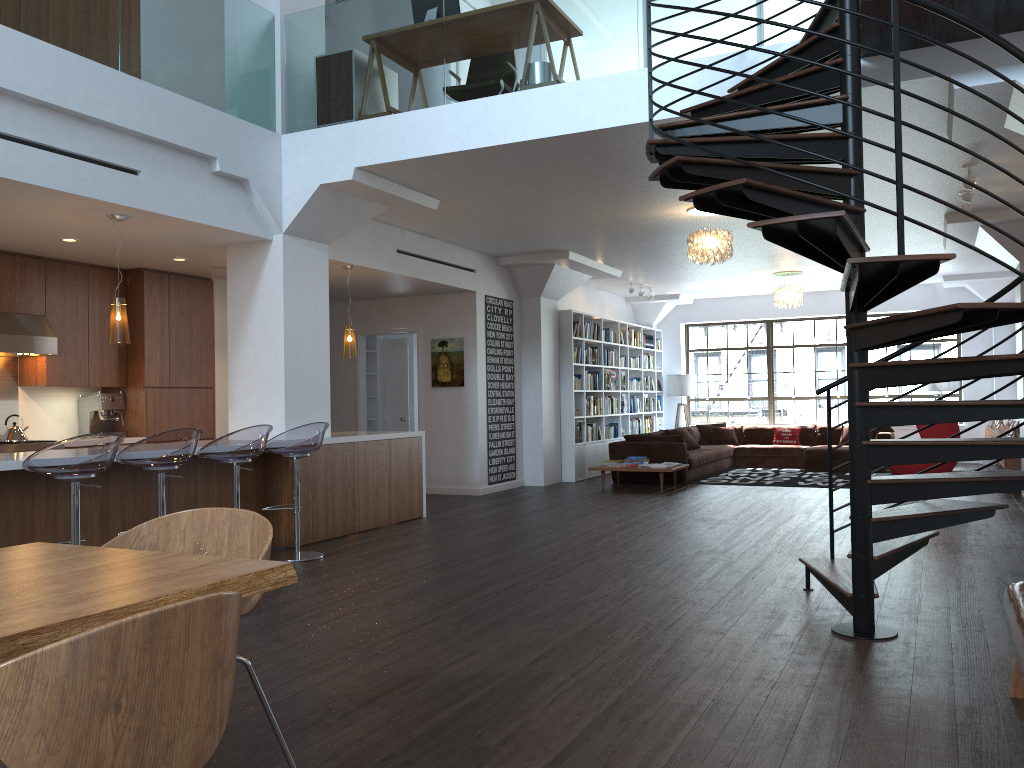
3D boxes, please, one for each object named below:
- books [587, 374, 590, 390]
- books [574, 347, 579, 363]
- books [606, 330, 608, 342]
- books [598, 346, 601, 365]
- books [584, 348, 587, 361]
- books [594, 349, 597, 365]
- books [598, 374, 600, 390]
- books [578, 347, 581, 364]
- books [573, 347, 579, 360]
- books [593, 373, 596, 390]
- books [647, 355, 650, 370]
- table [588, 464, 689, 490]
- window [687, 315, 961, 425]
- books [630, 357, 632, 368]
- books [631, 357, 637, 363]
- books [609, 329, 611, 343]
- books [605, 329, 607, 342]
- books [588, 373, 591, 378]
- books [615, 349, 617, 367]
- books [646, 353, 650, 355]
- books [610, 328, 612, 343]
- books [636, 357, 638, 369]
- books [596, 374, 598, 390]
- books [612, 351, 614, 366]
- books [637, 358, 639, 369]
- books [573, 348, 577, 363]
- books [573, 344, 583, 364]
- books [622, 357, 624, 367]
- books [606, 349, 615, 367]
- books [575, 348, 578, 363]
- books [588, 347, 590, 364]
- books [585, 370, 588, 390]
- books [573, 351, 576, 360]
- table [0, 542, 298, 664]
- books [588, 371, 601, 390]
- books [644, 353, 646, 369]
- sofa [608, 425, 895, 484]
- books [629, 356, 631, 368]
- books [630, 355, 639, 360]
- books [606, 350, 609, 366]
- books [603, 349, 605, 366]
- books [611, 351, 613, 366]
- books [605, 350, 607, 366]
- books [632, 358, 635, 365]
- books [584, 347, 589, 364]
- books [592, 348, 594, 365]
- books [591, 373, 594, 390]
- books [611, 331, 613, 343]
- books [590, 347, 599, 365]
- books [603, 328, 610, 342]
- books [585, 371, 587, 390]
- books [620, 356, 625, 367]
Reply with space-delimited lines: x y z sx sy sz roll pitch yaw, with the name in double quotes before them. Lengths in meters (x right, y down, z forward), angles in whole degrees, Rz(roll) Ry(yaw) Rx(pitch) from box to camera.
"books" 1.055 -0.025 13.059 0.174 0.239 0.045 -2 -1 26
"books" 0.865 -0.405 12.667 0.172 0.235 0.112 -2 -1 26
"books" 1.430 -0.746 13.876 0.146 0.202 0.027 -2 -1 26
"books" 1.264 -0.423 13.529 0.176 0.291 0.053 -2 -1 26
"books" 0.997 -0.401 12.983 0.174 0.236 0.142 -2 -1 26
"books" 1.194 -0.399 13.378 0.174 0.240 0.054 -2 -1 26
"books" 1.245 -0.028 13.437 0.182 0.253 0.034 -2 -1 26
"books" 0.897 -0.407 12.743 0.174 0.242 0.105 -2 -1 26
"books" 0.874 -0.406 12.711 0.172 0.239 0.093 -2 -1 26
"books" 1.164 -0.029 13.282 0.182 0.253 0.034 -2 -1 26
"books" 2.370 -0.379 15.806 0.183 0.253 0.034 -1 -1 25
"table" 1.658 1.205 11.556 1.100 0.271 0.853 -2 -1 26
"window" 5.451 -0.216 15.942 4.648 1.905 0.114 -2 -1 26
"books" 1.936 -0.358 14.907 0.139 0.191 0.036 -2 -1 26
"books" 2.071 -0.359 15.204 0.127 0.200 0.020 -2 -1 26
"books" 1.479 -0.757 14.001 0.158 0.226 0.052 -2 -1 26
"books" 1.398 -0.747 13.800 0.146 0.202 0.027 -2 -1 26
"books" 1.091 -0.029 13.145 0.159 0.250 0.026 -2 -1 26
"books" 1.577 -0.413 14.189 0.197 0.283 0.065 -2 -1 26
"books" 2.376 -0.397 15.842 0.176 0.290 0.036 -1 -1 25
"books" 1.503 -0.759 14.044 0.140 0.231 0.042 -2 -1 26
"books" 2.087 -0.357 15.233 0.136 0.196 0.045 -2 -1 26
"books" 1.209 -0.022 13.372 0.174 0.239 0.045 -2 -1 26
"books" 1.526 -0.392 14.060 0.174 0.239 0.045 -2 -1 26
"books" 2.107 -0.354 15.269 0.139 0.191 0.036 -2 -1 26
"books" 0.833 -0.396 12.614 0.161 0.218 0.101 -2 -1 26
"books" 0.938 -0.431 12.810 0.176 0.290 0.053 -2 -1 26
"books" 1.762 -0.352 14.539 0.126 0.173 0.032 -2 -1 26
"books" 1.554 -0.417 14.132 0.176 0.290 0.053 -2 -1 26
"books" 0.849 -0.403 12.639 0.152 0.232 0.104 -2 -1 26
"books" 1.069 -0.411 13.145 0.180 0.259 0.042 -2 -1 26
"books" 1.017 -0.051 12.992 0.176 0.290 0.053 -2 -1 26
"books" 0.804 -0.379 12.541 0.161 0.182 0.170 -2 -1 26
"table" -1.813 0.817 0.729 1.012 0.750 3.803 -2 -1 26
"books" 1.262 -0.045 13.498 0.176 0.294 0.102 -2 -1 26
"books" 2.261 -0.400 15.595 0.176 0.290 0.053 -1 -1 25
"sofa" 3.787 1.006 13.350 3.481 0.664 4.197 -2 -1 26
"books" 1.913 -0.364 14.852 0.146 0.202 0.027 -2 -1 26
"books" 2.120 -0.374 15.308 0.140 0.231 0.042 -2 -1 26
"books" 1.420 -0.401 13.835 0.182 0.253 0.034 -2 -1 26
"books" 1.350 -0.403 13.676 0.182 0.253 0.034 -2 -1 26
"books" 1.501 -0.396 14.015 0.170 0.245 0.057 -2 -1 26
"books" 1.378 -0.396 13.744 0.174 0.239 0.045 -2 -1 26
"books" 2.030 -0.349 15.119 0.128 0.178 0.022 -2 -1 26
"books" 1.037 -0.409 13.064 0.183 0.253 0.042 -2 -1 26
"books" 1.136 -0.407 13.281 0.183 0.253 0.042 -2 -1 26
"books" 1.129 -0.029 13.261 0.182 0.253 0.034 -2 -1 26
"books" 1.525 -0.739 14.078 0.139 0.191 0.036 -2 -1 26
"books" 1.227 -0.420 13.490 0.198 0.284 0.049 -2 -1 26
"books" 1.462 -0.760 13.955 0.140 0.231 0.042 -2 -1 26
"books" 0.987 -0.048 12.939 0.197 0.283 0.065 -2 -1 26
"books" 1.784 -0.361 14.590 0.139 0.191 0.036 -2 -1 26
